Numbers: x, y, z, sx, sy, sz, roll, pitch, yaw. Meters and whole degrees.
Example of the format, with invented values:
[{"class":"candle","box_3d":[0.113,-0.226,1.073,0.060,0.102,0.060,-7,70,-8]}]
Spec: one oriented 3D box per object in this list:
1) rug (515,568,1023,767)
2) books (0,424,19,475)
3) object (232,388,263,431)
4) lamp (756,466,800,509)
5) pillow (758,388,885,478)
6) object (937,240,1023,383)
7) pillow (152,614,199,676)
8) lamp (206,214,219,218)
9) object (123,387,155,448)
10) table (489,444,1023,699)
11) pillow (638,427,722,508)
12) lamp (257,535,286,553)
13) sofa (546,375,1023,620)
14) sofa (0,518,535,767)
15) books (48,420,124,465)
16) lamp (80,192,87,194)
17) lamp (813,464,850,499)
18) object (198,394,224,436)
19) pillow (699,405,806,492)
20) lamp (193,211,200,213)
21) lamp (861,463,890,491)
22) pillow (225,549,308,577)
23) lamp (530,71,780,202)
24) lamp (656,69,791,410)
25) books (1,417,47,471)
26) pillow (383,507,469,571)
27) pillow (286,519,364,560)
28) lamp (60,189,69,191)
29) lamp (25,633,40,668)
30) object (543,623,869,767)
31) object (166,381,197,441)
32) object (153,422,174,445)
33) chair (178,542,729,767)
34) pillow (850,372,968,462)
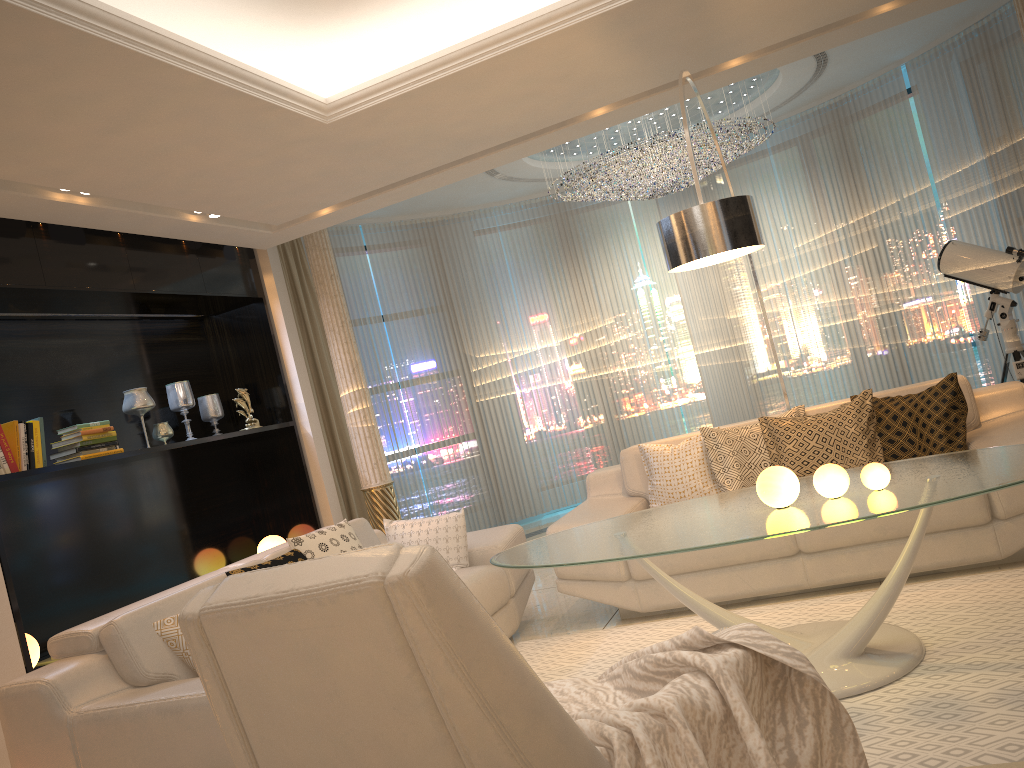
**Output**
[{"class":"rug","box_3d":[1.056,0.986,3.110,2.900,0.020,1.661,-14,-1,20]},{"class":"books","box_3d":[-2.564,0.335,4.244,0.208,0.270,0.240,-14,-1,21]},{"class":"object","box_3d":[-1.821,0.174,6.067,0.116,0.293,0.182,-14,-1,18]},{"class":"lamp","box_3d":[0.909,0.352,3.034,0.143,0.143,0.143,-14,-1,5]},{"class":"pillow","box_3d":[1.536,0.293,4.367,0.575,0.436,0.301,-15,-1,27]},{"class":"object","box_3d":[2.979,-0.202,5.255,0.616,1.471,0.570,-15,-1,27]},{"class":"pillow","box_3d":[-1.063,0.962,3.422,0.351,0.329,0.521,-14,-1,21]},{"class":"lamp","box_3d":[-1.775,-1.053,5.267,0.107,0.127,0.107,-14,-1,2]},{"class":"object","box_3d":[-2.244,0.220,5.382,0.181,0.381,0.181,-14,-1,15]},{"class":"table","box_3d":[0.966,0.705,3.134,2.140,0.565,0.999,-14,-1,20]},{"class":"pillow","box_3d":[0.903,0.464,4.661,0.463,0.380,0.222,-15,-1,25]},{"class":"lamp","box_3d":[-1.682,1.172,6.238,0.212,0.214,0.213,-14,-1,-19]},{"class":"sofa","box_3d":[1.416,0.540,4.416,2.328,0.754,1.145,-14,-1,21]},{"class":"sofa","box_3d":[-0.808,1.085,3.892,1.145,0.754,2.328,-14,-1,21]},{"class":"books","box_3d":[-2.347,0.328,4.886,0.260,0.197,0.296,-15,-1,23]},{"class":"lamp","box_3d":[-2.103,-1.002,4.376,0.107,0.127,0.107,-14,-1,2]},{"class":"lamp","box_3d":[1.070,0.325,2.972,0.115,0.115,0.115,-13,-2,-44]},{"class":"object","box_3d":[-2.059,0.236,6.115,0.147,0.317,0.147,-15,-1,23]},{"class":"pillow","box_3d":[1.274,0.367,4.548,0.587,0.429,0.288,-14,-1,-4]},{"class":"lamp","box_3d":[-1.819,-1.057,5.144,0.107,0.127,0.107,-14,-1,2]},{"class":"lamp","box_3d":[1.198,0.305,2.923,0.090,0.091,0.090,-14,-1,-19]},{"class":"pillow","box_3d":[-0.921,0.900,3.855,0.323,0.355,0.524,-14,-1,21]},{"class":"lamp","box_3d":[1.159,-1.847,7.101,2.109,0.685,2.109,-13,-1,-24]},{"class":"lamp","box_3d":[1.165,-0.310,4.329,0.393,2.519,2.009,-14,-1,21]},{"class":"books","box_3d":[-2.487,0.324,4.463,0.212,0.261,0.210,-14,-1,21]},{"class":"pillow","box_3d":[-0.467,0.813,4.479,0.521,0.325,0.281,-15,-1,30]},{"class":"pillow","box_3d":[-0.805,0.865,4.298,0.255,0.399,0.526,-14,-1,21]},{"class":"lamp","box_3d":[-2.146,-0.994,4.262,0.107,0.127,0.107,-15,-1,32]},{"class":"lamp","box_3d":[-2.404,1.312,4.289,0.213,0.214,0.212,-13,-1,-30]},{"class":"object","box_3d":[0.182,0.874,1.754,0.972,0.580,1.347,-13,-1,-32]},{"class":"object","box_3d":[-2.168,0.202,5.876,0.156,0.426,0.156,-15,-1,26]},{"class":"object","box_3d":[-2.161,0.319,5.498,0.119,0.154,0.119,-15,-1,30]},{"class":"chair","box_3d":[-0.072,0.734,1.781,1.027,0.991,0.983,-14,-1,20]},{"class":"pillow","box_3d":[1.891,0.201,4.202,0.301,0.436,0.575,-13,-1,-38]}]
